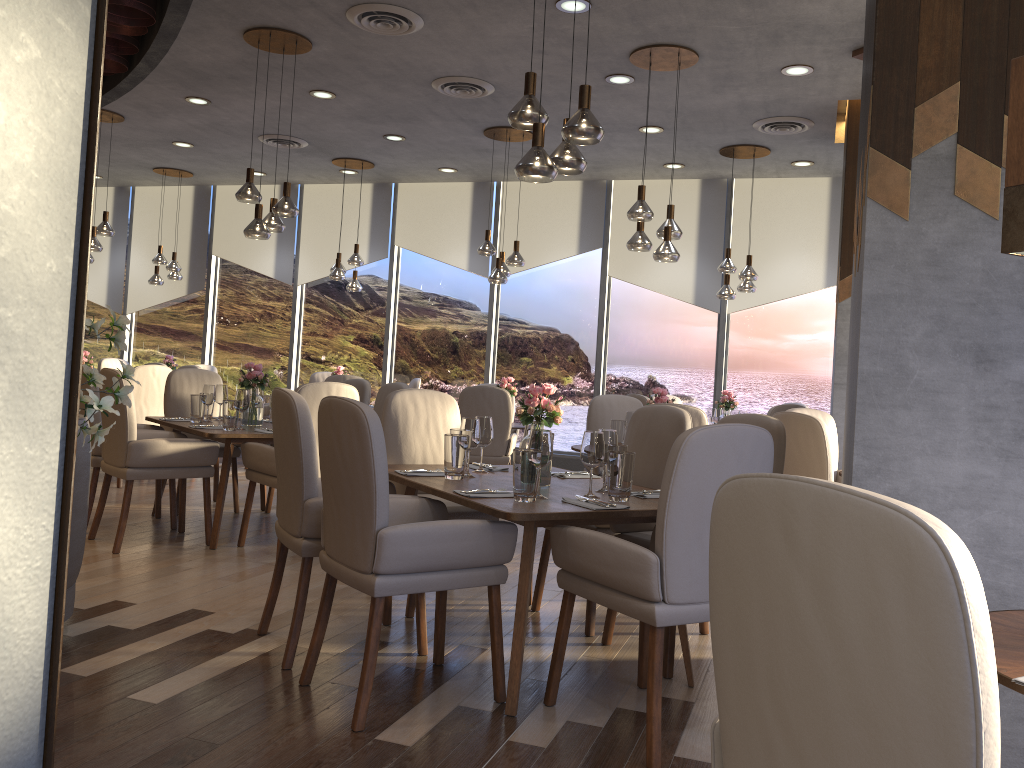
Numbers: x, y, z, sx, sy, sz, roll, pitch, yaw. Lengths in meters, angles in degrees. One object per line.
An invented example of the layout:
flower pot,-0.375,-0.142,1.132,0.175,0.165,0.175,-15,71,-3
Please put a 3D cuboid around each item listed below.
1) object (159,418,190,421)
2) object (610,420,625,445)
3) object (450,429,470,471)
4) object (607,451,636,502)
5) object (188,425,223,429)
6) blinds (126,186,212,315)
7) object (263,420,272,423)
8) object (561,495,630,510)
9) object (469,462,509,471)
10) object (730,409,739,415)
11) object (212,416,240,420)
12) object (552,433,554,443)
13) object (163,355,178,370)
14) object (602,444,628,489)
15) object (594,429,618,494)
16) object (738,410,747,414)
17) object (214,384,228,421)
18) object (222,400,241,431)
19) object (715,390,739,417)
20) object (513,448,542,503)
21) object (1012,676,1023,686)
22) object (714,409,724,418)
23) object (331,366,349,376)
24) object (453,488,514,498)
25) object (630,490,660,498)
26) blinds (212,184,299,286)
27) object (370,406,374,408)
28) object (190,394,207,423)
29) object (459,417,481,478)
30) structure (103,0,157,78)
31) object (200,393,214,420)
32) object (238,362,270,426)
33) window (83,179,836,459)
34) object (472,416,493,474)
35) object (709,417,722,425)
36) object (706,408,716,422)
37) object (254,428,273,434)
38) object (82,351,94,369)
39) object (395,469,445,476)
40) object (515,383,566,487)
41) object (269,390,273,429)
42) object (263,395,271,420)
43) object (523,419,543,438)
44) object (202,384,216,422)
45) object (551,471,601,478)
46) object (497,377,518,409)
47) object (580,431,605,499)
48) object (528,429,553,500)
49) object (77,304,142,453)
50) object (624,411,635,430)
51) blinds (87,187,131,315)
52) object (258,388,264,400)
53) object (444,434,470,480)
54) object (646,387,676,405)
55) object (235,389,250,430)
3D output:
object,-2.164,0.230,5.804,0.255,0.019,0.157,3,1,-37
object,0.696,0.328,5.843,0.102,0.178,0.102,4,-1,-1
object,-0.229,0.291,3.920,0.102,0.178,0.102,4,-1,0
object,0.394,0.337,3.231,0.102,0.178,0.102,4,-1,-35
object,-1.809,0.257,5.354,0.255,0.019,0.157,3,1,-37
blinds,-4.301,-2.183,11.184,1.174,2.682,0.007,3,-1,19
object,-1.610,0.260,6.147,0.255,0.019,0.157,3,1,-38
object,0.279,0.411,3.105,0.157,0.019,0.255,3,1,-31
object,-0.114,0.376,4.033,0.157,0.019,0.255,3,1,-26
object,1.989,0.350,7.924,0.092,0.244,0.092,3,-1,21
object,-1.987,0.236,6.177,0.157,0.019,0.255,3,1,-36
object,0.138,0.311,4.059,0.102,0.178,0.102,4,-1,-23
object,-4.008,-0.132,10.339,0.210,0.416,0.197,3,-1,41
object,0.410,0.334,3.554,0.102,0.178,0.102,4,-1,-23
object,0.366,0.300,3.455,0.092,0.244,0.092,4,-1,-4
object,1.999,0.353,7.694,0.092,0.244,0.092,4,-1,-41
object,-1.976,0.126,6.013,0.092,0.244,0.092,3,-1,34
object,-1.669,0.187,5.258,0.102,0.178,0.102,3,-1,19
object,1.895,0.260,7.812,0.197,0.416,0.210,4,-1,-34
object,0.049,0.318,3.076,0.102,0.178,0.102,4,-1,-1
object,0.940,0.475,1.416,0.255,0.019,0.157,3,1,-32
object,1.791,0.341,7.683,0.092,0.244,0.092,4,-1,0
object,-1.796,0.017,9.196,0.198,0.416,0.210,3,-1,16
object,-0.073,0.389,3.192,0.255,0.019,0.157,3,1,-27
object,0.524,0.422,3.437,0.255,0.019,0.157,3,1,-29
blinds,-3.094,-2.541,10.786,1.174,2.682,0.007,3,-1,19
object,-1.538,0.231,9.248,0.255,0.019,0.157,3,1,-13
object,-2.025,0.159,5.708,0.102,0.178,0.102,4,-1,-21
object,-0.178,0.264,3.677,0.092,0.244,0.092,3,-1,15
structure,-3.860,-2.260,5.197,2.752,0.557,9.461,3,1,-41
object,-2.082,0.152,6.045,0.102,0.178,0.102,4,-1,-30
object,-1.686,0.064,5.769,0.210,0.416,0.198,4,-1,-24
window,0.973,-0.758,6.402,8.053,3.201,16.130,3,1,-26
object,-0.130,0.264,3.871,0.092,0.244,0.092,3,-1,21
object,1.737,0.371,7.586,0.102,0.178,0.102,4,-1,-9
object,1.778,0.337,7.914,0.092,0.244,0.092,4,-1,0
object,-1.448,0.279,5.326,0.157,0.019,0.255,3,1,-40
object,-3.835,-0.092,7.895,0.198,0.416,0.210,3,-1,31
object,-0.350,0.366,3.695,0.255,0.019,0.157,3,1,-27
object,0.105,0.200,3.553,0.210,0.416,0.198,4,-1,-4
object,-1.459,0.164,5.493,0.092,0.244,0.092,4,-1,-15
object,-1.742,0.170,6.243,0.102,0.178,0.102,4,-1,-22
object,0.095,0.277,3.960,0.092,0.244,0.092,3,-1,19
object,-1.992,0.127,5.814,0.092,0.244,0.092,3,-1,11
object,0.253,0.400,3.941,0.255,0.019,0.157,3,1,-29
object,-0.052,0.142,7.674,0.210,0.416,0.198,4,-1,-9
object,0.295,0.297,3.273,0.092,0.244,0.092,3,-1,39
object,0.099,0.287,3.175,0.092,0.244,0.092,3,-1,15
object,-1.297,0.193,2.088,0.789,1.617,0.745,3,-1,25
object,0.774,0.301,5.764,0.092,0.244,0.092,3,-1,13
blinds,-5.481,-2.260,11.590,1.174,2.682,0.007,3,-1,19
object,-1.769,0.137,6.138,0.092,0.244,0.092,3,-1,32
object,-0.228,0.295,3.578,0.102,0.178,0.102,3,-1,9
object,0.949,0.227,5.704,0.210,0.416,0.198,4,-1,-24
object,-1.636,0.154,5.364,0.092,0.244,0.092,3,-1,5
